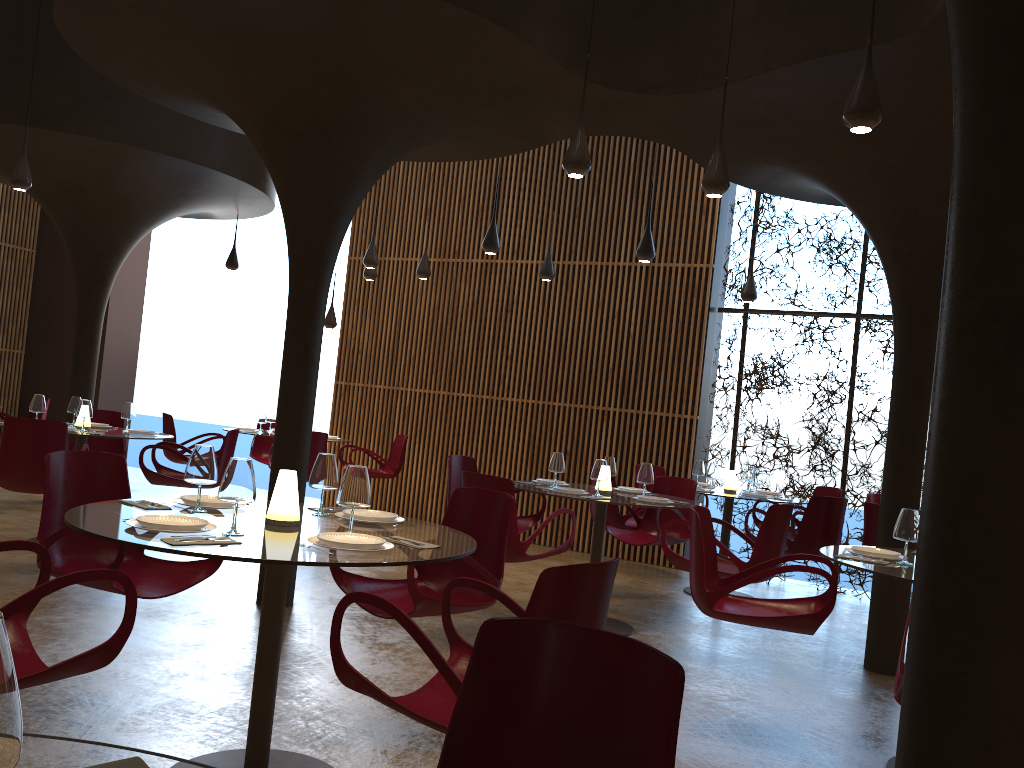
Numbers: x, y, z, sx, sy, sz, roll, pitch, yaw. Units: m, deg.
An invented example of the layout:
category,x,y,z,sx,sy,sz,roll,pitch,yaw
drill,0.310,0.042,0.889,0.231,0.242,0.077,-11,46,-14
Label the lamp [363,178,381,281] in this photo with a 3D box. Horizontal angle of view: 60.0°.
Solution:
category,x,y,z,sx,sy,sz,roll,pitch,yaw
lamp,-1.601,-4.529,12.067,0.195,6.275,0.196,6,-1,34

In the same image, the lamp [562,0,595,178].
category,x,y,z,sx,sy,sz,roll,pitch,yaw
lamp,0.754,-4.501,5.919,0.196,6.275,0.195,6,-1,-29

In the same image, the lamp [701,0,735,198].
category,x,y,z,sx,sy,sz,roll,pitch,yaw
lamp,1.704,-4.396,6.046,0.196,6.275,0.195,6,-1,-29

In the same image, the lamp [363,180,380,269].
category,x,y,z,sx,sy,sz,roll,pitch,yaw
lamp,-1.417,-4.550,10.964,0.196,6.275,0.195,6,-1,-36

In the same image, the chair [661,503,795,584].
category,x,y,z,sx,sy,sz,roll,pitch,yaw
chair,1.662,1.165,6.731,0.871,0.636,0.626,5,-2,36

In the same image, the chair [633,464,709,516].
category,x,y,z,sx,sy,sz,roll,pitch,yaw
chair,1.845,1.326,10.644,0.626,0.636,0.872,7,-2,-29

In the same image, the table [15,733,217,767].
category,x,y,z,sx,sy,sz,roll,pitch,yaw
table,-0.783,1.072,0.527,1.675,1.130,1.670,8,-2,-44

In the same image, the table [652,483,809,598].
category,x,y,z,sx,sy,sz,roll,pitch,yaw
table,2.302,1.729,9.594,1.674,1.130,1.671,7,-2,-22

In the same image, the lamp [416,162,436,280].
category,x,y,z,sx,sy,sz,roll,pitch,yaw
lamp,-0.812,-4.470,11.401,0.195,6.275,0.196,6,-1,34

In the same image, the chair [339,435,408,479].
category,x,y,z,sx,sy,sz,roll,pitch,yaw
chair,-1.903,0.988,12.303,0.873,0.636,0.624,7,-1,-24

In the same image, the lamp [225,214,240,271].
category,x,y,z,sx,sy,sz,roll,pitch,yaw
lamp,-3.637,-4.727,12.586,0.196,6.275,0.196,6,-1,1

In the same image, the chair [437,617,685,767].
category,x,y,z,sx,sy,sz,roll,pitch,yaw
chair,-0.082,0.790,1.481,0.624,0.636,0.874,5,-2,31

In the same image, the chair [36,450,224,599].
category,x,y,z,sx,sy,sz,roll,pitch,yaw
chair,-1.953,0.698,4.450,0.871,0.636,0.626,5,-2,31

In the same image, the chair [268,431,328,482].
category,x,y,z,sx,sy,sz,roll,pitch,yaw
chair,-2.564,0.861,10.751,0.625,0.636,0.872,7,-2,-24

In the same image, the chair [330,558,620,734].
category,x,y,z,sx,sy,sz,roll,pitch,yaw
chair,-0.091,0.845,3.021,0.871,0.636,0.626,5,-2,36

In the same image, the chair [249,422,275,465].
category,x,y,z,sx,sy,sz,roll,pitch,yaw
chair,-3.450,0.842,12.825,0.625,0.636,0.872,7,-2,-19

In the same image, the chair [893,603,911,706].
category,x,y,z,sx,sy,sz,roll,pitch,yaw
chair,1.916,1.079,3.611,0.624,0.636,0.874,5,-2,26

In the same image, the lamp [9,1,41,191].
category,x,y,z,sx,sy,sz,roll,pitch,yaw
lamp,-4.306,-4.950,8.383,0.195,6.275,0.196,6,-1,31

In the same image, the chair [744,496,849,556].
category,x,y,z,sx,sy,sz,roll,pitch,yaw
chair,2.748,1.344,8.470,0.625,0.636,0.872,7,-2,-24

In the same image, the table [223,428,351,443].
category,x,y,z,sx,sy,sz,roll,pitch,yaw
table,-3.065,1.241,11.894,1.673,1.130,1.671,7,-2,-18

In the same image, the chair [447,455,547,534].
category,x,y,z,sx,sy,sz,roll,pitch,yaw
chair,-0.200,1.019,8.161,0.871,0.636,0.626,5,-2,31

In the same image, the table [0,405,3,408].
category,x,y,z,sx,sy,sz,roll,pitch,yaw
table,-7.304,0.756,10.941,1.675,1.130,1.670,7,-2,-42

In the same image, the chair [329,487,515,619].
category,x,y,z,sx,sy,sz,roll,pitch,yaw
chair,-0.415,0.868,4.628,0.624,0.636,0.874,5,-2,41

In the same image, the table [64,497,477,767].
category,x,y,z,sx,sy,sz,roll,pitch,yaw
table,-1.043,1.163,3.791,1.675,1.130,1.670,8,-2,-45

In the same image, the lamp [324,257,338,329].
category,x,y,z,sx,sy,sz,roll,pitch,yaw
lamp,-2.277,-3.909,12.708,0.196,6.275,0.196,6,-1,1

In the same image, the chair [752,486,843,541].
category,x,y,z,sx,sy,sz,roll,pitch,yaw
chair,3.266,1.455,10.025,0.873,0.636,0.624,7,-1,-19

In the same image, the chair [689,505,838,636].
category,x,y,z,sx,sy,sz,roll,pitch,yaw
chair,1.443,1.086,5.181,0.872,0.636,0.626,5,-1,21

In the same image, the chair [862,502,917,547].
category,x,y,z,sx,sy,sz,roll,pitch,yaw
chair,3.530,1.405,7.873,0.873,0.636,0.624,7,-1,-24

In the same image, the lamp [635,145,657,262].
category,x,y,z,sx,sy,sz,roll,pitch,yaw
lamp,1.620,-4.311,8.643,0.196,6.275,0.196,6,-1,-19

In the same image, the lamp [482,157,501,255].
category,x,y,z,sx,sy,sz,roll,pitch,yaw
lamp,0.111,-4.455,9.102,0.196,6.275,0.196,6,-1,-19

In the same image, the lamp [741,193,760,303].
category,x,y,z,sx,sy,sz,roll,pitch,yaw
lamp,3.121,-4.084,10.486,0.196,6.275,0.195,7,-1,-39

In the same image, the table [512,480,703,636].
category,x,y,z,sx,sy,sz,roll,pitch,yaw
table,0.710,1.484,7.501,1.675,1.130,1.670,8,-2,-45

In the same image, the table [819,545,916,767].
category,x,y,z,sx,sy,sz,roll,pitch,yaw
table,2.452,1.567,4.697,1.670,1.130,1.675,5,-2,35

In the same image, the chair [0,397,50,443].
category,x,y,z,sx,sy,sz,roll,pitch,yaw
chair,-6.639,0.464,11.751,0.624,0.636,0.874,5,-2,44

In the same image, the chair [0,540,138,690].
category,x,y,z,sx,sy,sz,roll,pitch,yaw
chair,-1.758,0.660,2.822,0.624,0.636,0.874,5,-2,36

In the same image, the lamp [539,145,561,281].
category,x,y,z,sx,sy,sz,roll,pitch,yaw
lamp,0.736,-4.339,10.453,0.196,6.275,0.196,6,-1,1

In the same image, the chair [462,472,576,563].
category,x,y,z,sx,sy,sz,roll,pitch,yaw
chair,-0.005,0.981,6.533,0.624,0.636,0.874,5,-2,36

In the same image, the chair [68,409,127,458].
category,x,y,z,sx,sy,sz,roll,pitch,yaw
chair,-4.547,0.613,9.724,0.625,0.636,0.872,7,-2,-21

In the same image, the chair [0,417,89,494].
category,x,y,z,sx,sy,sz,roll,pitch,yaw
chair,-3.947,0.595,7.447,0.625,0.636,0.872,6,-2,-16

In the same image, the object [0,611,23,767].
category,x,y,z,sx,sy,sz,roll,pitch,yaw
object,-0.599,0.391,0.937,0.142,0.295,0.142,6,-1,-16

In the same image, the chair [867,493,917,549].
category,x,y,z,sx,sy,sz,roll,pitch,yaw
chair,4.170,1.528,9.381,0.626,0.636,0.872,7,-2,-29

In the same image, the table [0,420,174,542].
category,x,y,z,sx,sy,sz,roll,pitch,yaw
table,-4.236,0.998,8.616,1.673,1.130,1.672,6,-2,-11

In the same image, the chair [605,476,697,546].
category,x,y,z,sx,sy,sz,roll,pitch,yaw
chair,1.338,1.189,8.339,0.624,0.636,0.874,5,-2,41

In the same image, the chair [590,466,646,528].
category,x,y,z,sx,sy,sz,roll,pitch,yaw
chair,1.204,1.204,9.136,0.873,0.636,0.624,7,-1,-24

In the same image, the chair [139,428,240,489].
category,x,y,z,sx,sy,sz,roll,pitch,yaw
chair,-3.223,0.725,8.916,0.873,0.636,0.625,6,-1,-11

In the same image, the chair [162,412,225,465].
category,x,y,z,sx,sy,sz,roll,pitch,yaw
chair,-4.064,0.725,11.397,0.874,0.636,0.624,7,-2,-29

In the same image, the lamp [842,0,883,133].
category,x,y,z,sx,sy,sz,roll,pitch,yaw
lamp,2.103,-4.408,4.528,0.195,6.275,0.196,6,-1,41
